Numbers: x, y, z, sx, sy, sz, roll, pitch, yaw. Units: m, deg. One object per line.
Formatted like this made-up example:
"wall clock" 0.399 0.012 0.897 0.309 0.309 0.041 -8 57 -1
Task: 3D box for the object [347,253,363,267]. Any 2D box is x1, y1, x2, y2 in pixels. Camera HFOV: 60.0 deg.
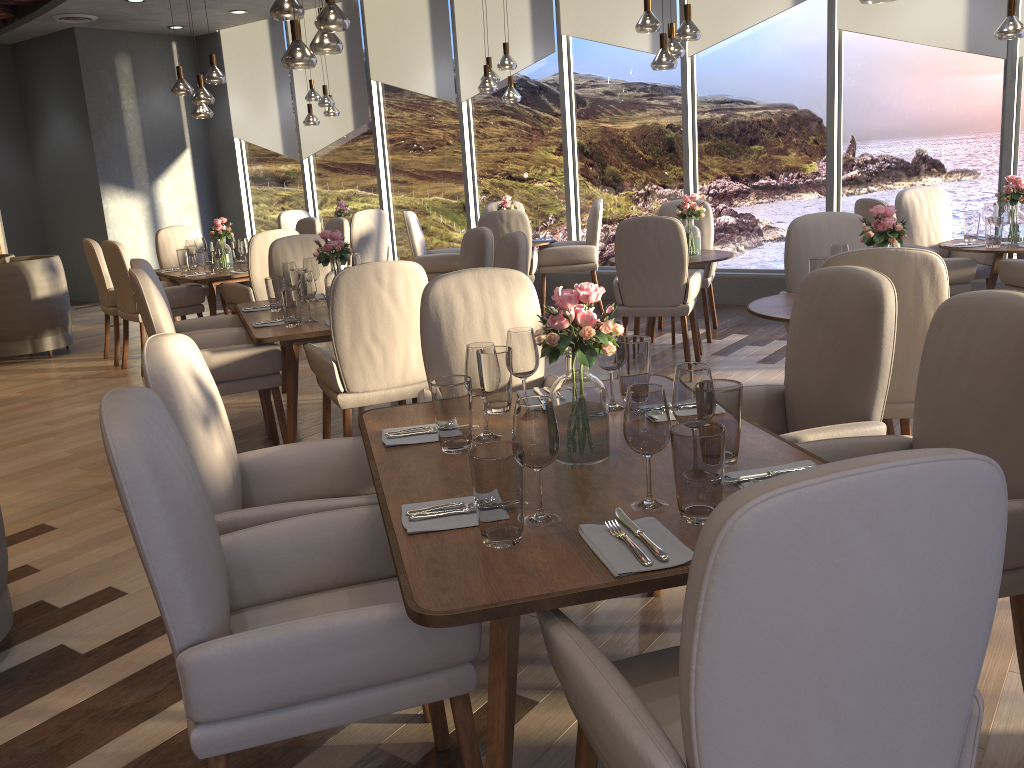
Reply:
"object" -0.883 -0.612 5.009 0.092 0.243 0.092 -14 16 -39

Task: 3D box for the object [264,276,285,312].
"object" -1.247 -0.475 4.692 0.102 0.177 0.103 -5 13 -3

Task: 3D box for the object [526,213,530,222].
"object" 0.114 -1.406 7.942 0.092 0.243 0.093 -3 12 2

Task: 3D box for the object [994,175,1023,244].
"object" 3.098 -1.080 5.469 0.198 0.413 0.211 -7 13 -16

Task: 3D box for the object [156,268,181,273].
"object" -2.803 -0.948 7.346 0.256 0.019 0.158 -14 17 -35

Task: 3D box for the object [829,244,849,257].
"object" 1.443 -0.493 3.910 0.092 0.243 0.093 3 14 30

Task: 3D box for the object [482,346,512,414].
"object" -0.046 -0.010 2.494 0.102 0.177 0.103 0 13 17

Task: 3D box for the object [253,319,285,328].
"object" -1.133 -0.307 4.315 0.255 0.019 0.158 -9 15 -19

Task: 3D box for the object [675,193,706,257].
"object" 1.194 -1.063 5.916 0.210 0.413 0.199 -2 13 9

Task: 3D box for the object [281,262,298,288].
"object" -1.190 -0.533 4.774 0.092 0.243 0.093 3 14 28

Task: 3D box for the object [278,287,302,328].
"object" -1.037 -0.359 4.167 0.102 0.177 0.103 5 16 36

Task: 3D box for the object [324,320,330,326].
"object" -0.795 -0.297 4.182 0.158 0.019 0.256 -10 15 -22

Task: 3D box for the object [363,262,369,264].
"object" -0.823 -0.607 5.106 0.102 0.177 0.103 -5 13 -4

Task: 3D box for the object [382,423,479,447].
"object" -0.216 0.122 2.337 0.255 0.019 0.158 -6 14 -9

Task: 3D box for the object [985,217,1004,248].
"object" 2.896 -0.911 5.330 0.102 0.177 0.103 -2 13 9

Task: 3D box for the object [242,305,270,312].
"object" -1.343 -0.424 4.839 0.255 0.019 0.158 -9 15 -19

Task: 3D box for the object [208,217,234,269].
"object" -2.363 -1.151 7.240 0.211 0.413 0.198 -15 16 -40

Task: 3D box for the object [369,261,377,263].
"object" -0.678 -0.495 4.483 0.092 0.243 0.093 -4 12 -1

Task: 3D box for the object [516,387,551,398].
"object" 0.108 0.039 2.583 0.157 0.019 0.257 -6 14 -8

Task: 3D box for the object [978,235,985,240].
"object" 3.119 -0.956 5.777 0.157 0.019 0.257 -4 14 -2

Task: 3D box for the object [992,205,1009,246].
"object" 2.971 -0.967 5.397 0.092 0.243 0.093 0 13 17

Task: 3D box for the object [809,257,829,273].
"object" 1.396 -0.482 4.013 0.102 0.177 0.103 0 13 17

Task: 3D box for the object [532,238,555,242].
"object" 0.252 -1.280 7.863 0.255 0.019 0.158 -3 14 5

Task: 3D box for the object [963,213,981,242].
"object" 2.958 -1.009 5.706 0.102 0.177 0.102 -13 16 -35

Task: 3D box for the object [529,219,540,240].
"object" 0.208 -1.394 8.006 0.102 0.177 0.103 4 15 30

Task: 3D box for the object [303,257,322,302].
"object" -1.117 -0.583 4.954 0.092 0.243 0.092 -13 16 -37

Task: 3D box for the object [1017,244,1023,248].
"object" 3.099 -0.818 5.230 0.157 0.019 0.257 -5 14 -3

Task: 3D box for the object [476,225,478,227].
"object" -0.258 -1.298 7.746 0.102 0.177 0.103 -4 13 -2

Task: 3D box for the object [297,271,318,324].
"object" -0.979 -0.417 4.249 0.092 0.243 0.093 1 13 22

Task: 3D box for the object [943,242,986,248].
"object" 2.830 -0.866 5.494 0.255 0.019 0.158 -6 14 -7

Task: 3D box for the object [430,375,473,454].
"object" -0.143 0.076 2.176 0.102 0.177 0.103 2 14 26

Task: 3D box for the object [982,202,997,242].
"object" 3.026 -1.025 5.616 0.092 0.243 0.093 0 13 17

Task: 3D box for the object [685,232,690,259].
"object" 1.106 -0.894 5.747 0.102 0.177 0.102 -12 15 -32

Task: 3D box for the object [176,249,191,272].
"object" -2.674 -1.010 7.233 0.102 0.177 0.103 -8 13 -19

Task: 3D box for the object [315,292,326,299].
"object" -1.066 -0.516 5.134 0.157 0.019 0.256 -8 15 -17

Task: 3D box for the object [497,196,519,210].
"object" -0.036 -1.460 7.849 0.198 0.413 0.211 4 15 33

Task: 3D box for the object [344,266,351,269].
"object" -0.772 -0.448 4.317 0.092 0.243 0.093 -3 12 2

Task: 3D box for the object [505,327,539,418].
"object" 0.031 -0.029 2.412 0.092 0.243 0.093 6 16 38

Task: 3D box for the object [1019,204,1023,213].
"object" 3.231 -1.025 5.563 0.092 0.243 0.093 6 16 38

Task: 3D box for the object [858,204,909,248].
"object" 1.582 -0.559 3.784 0.210 0.413 0.199 -5 13 -6

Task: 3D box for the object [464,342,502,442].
"object" -0.072 0.020 2.246 0.092 0.243 0.093 4 15 32

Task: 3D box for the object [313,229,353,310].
"object" -0.921 -0.598 4.624 0.210 0.413 0.199 -5 13 -6

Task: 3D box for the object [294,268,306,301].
"object" -1.205 -0.560 5.023 0.102 0.177 0.103 -7 13 -12
